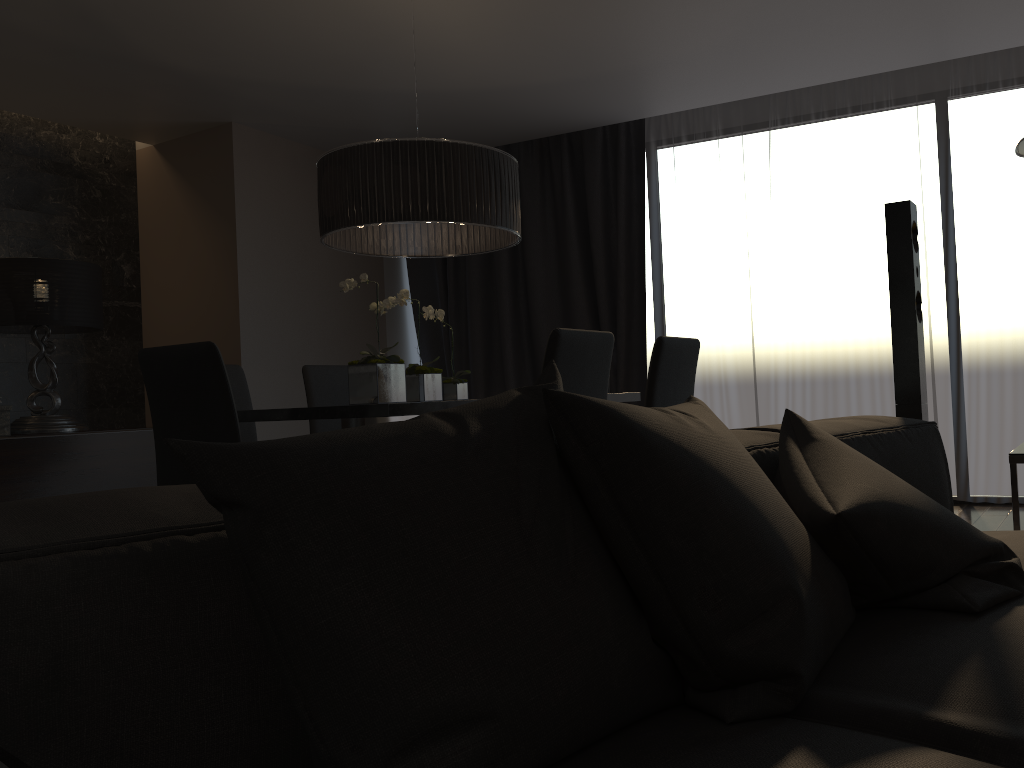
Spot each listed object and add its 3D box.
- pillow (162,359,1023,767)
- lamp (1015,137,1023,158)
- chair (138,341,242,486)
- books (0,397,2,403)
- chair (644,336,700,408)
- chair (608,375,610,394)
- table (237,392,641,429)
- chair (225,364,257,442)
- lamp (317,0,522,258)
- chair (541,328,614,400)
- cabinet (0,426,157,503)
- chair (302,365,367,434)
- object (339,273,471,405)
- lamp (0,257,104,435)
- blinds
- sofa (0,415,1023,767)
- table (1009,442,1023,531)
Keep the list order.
[{"bbox_3d":[0.251,0.146,0.514,1.066,0.431,2.081,-3,-1,-3],"label":"pillow"},{"bbox_3d":[4.228,-0.271,3.505,4.160,1.779,0.591,-3,-1,10],"label":"lamp"},{"bbox_3d":[-0.822,0.361,2.849,0.407,0.964,0.600,-3,-1,34],"label":"chair"},{"bbox_3d":[-2.870,0.072,4.587,0.305,0.109,0.288,-4,-1,43],"label":"books"},{"bbox_3d":[0.450,0.313,3.524,0.544,0.964,0.449,-3,-1,33],"label":"chair"},{"bbox_3d":[0.208,0.338,4.310,0.407,0.964,0.600,-3,-1,34],"label":"chair"},{"bbox_3d":[-0.296,0.451,3.561,0.990,0.760,1.681,-3,-1,34],"label":"table"},{"bbox_3d":[-1.069,0.385,3.597,0.544,0.964,0.449,-3,-1,33],"label":"chair"},{"bbox_3d":[-0.387,-1.128,3.591,0.844,1.103,0.764,-2,-1,-33],"label":"lamp"},{"bbox_3d":[0.033,0.322,2.918,0.544,0.964,0.449,-3,-1,33],"label":"chair"},{"bbox_3d":[-2.667,-0.342,1.645,4.231,2.501,7.263,-3,-1,34],"label":"cabinet"},{"bbox_3d":[-0.652,0.376,4.204,0.544,0.964,0.449,-3,-1,33],"label":"chair"},{"bbox_3d":[-0.436,-0.176,3.526,0.296,0.501,0.601,-3,-1,31],"label":"object"},{"bbox_3d":[-2.612,-0.194,4.902,0.622,0.933,0.563,-2,-1,-31],"label":"lamp"},{"bbox_3d":[2.434,-0.708,5.142,7.194,2.894,0.778,-3,-1,24],"label":"blinds"},{"bbox_3d":[0.922,0.369,0.582,2.586,0.704,2.622,-4,-1,43],"label":"sofa"},{"bbox_3d":[1.628,0.438,2.233,0.571,0.563,0.473,-3,-1,33],"label":"table"}]
